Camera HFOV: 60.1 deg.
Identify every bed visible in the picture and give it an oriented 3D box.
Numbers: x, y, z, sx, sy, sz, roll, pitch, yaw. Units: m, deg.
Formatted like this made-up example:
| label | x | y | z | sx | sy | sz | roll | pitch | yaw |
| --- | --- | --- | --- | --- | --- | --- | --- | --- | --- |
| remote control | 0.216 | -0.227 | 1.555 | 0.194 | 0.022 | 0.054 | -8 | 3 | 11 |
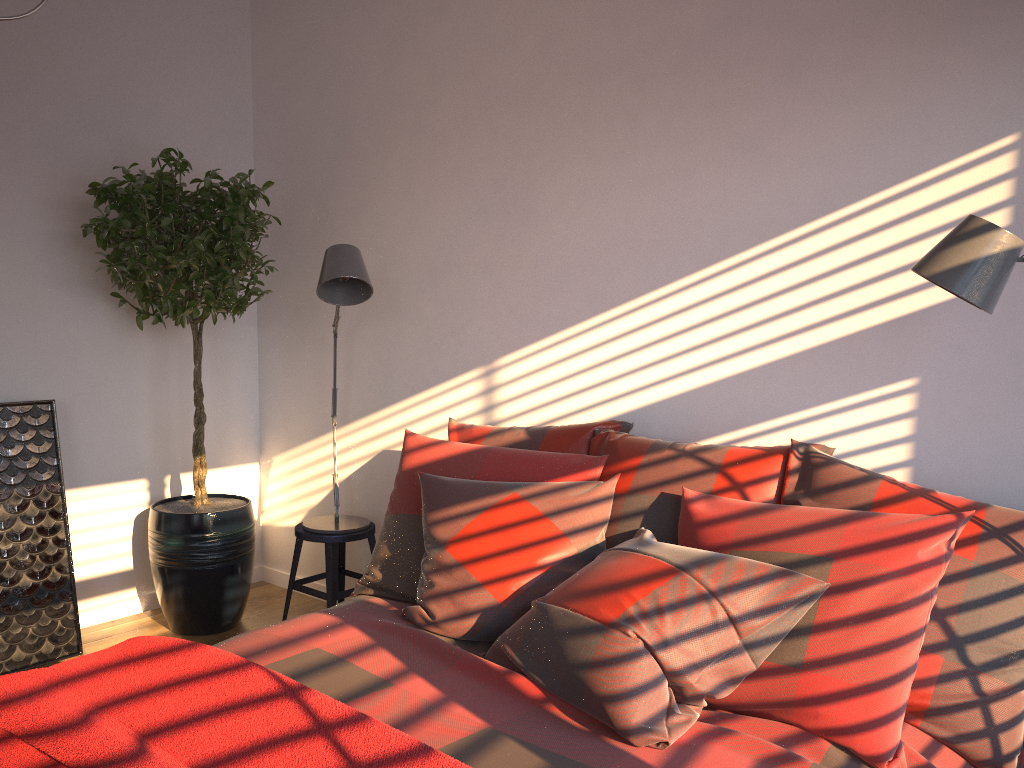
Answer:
| label | x | y | z | sx | sy | sz | roll | pitch | yaw |
| --- | --- | --- | --- | --- | --- | --- | --- | --- | --- |
| bed | -0.096 | 0.845 | 2.006 | 2.030 | 0.775 | 2.306 | 5 | 6 | 38 |

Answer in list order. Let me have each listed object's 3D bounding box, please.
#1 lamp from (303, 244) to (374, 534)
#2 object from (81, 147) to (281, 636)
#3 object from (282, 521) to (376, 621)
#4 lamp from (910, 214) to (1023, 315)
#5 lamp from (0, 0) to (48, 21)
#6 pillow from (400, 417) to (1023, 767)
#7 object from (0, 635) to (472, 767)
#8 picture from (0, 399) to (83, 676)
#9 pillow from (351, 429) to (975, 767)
| label | x | y | z | sx | sy | sz | roll | pitch | yaw |
| --- | --- | --- | --- | --- | --- | --- | --- | --- | --- |
| lamp | -0.681 | 0.055 | 3.402 | 0.279 | 1.135 | 0.783 | 0 | 7 | -11 |
| object | -1.383 | 0.053 | 3.751 | 0.810 | 2.033 | 0.798 | 7 | 10 | 42 |
| object | -0.745 | 0.836 | 3.752 | 0.337 | 0.483 | 0.341 | 6 | 9 | 38 |
| lamp | 1.239 | 0.211 | 1.870 | 0.787 | 1.135 | 0.278 | 5 | 8 | 30 |
| lamp | -1.109 | -1.113 | 1.066 | 1.097 | 1.086 | 1.243 | 6 | 8 | 38 |
| pillow | 0.298 | 0.527 | 2.437 | 2.136 | 0.738 | 1.140 | 5 | 7 | 37 |
| object | -0.535 | 0.945 | 1.520 | 2.637 | 0.664 | 0.680 | 5 | 7 | 39 |
| picture | -2.110 | 0.601 | 3.147 | 0.209 | 1.034 | 1.022 | 7 | 9 | 38 |
| pillow | 0.257 | 0.492 | 2.509 | 1.809 | 0.555 | 0.526 | 5 | 7 | 39 |
